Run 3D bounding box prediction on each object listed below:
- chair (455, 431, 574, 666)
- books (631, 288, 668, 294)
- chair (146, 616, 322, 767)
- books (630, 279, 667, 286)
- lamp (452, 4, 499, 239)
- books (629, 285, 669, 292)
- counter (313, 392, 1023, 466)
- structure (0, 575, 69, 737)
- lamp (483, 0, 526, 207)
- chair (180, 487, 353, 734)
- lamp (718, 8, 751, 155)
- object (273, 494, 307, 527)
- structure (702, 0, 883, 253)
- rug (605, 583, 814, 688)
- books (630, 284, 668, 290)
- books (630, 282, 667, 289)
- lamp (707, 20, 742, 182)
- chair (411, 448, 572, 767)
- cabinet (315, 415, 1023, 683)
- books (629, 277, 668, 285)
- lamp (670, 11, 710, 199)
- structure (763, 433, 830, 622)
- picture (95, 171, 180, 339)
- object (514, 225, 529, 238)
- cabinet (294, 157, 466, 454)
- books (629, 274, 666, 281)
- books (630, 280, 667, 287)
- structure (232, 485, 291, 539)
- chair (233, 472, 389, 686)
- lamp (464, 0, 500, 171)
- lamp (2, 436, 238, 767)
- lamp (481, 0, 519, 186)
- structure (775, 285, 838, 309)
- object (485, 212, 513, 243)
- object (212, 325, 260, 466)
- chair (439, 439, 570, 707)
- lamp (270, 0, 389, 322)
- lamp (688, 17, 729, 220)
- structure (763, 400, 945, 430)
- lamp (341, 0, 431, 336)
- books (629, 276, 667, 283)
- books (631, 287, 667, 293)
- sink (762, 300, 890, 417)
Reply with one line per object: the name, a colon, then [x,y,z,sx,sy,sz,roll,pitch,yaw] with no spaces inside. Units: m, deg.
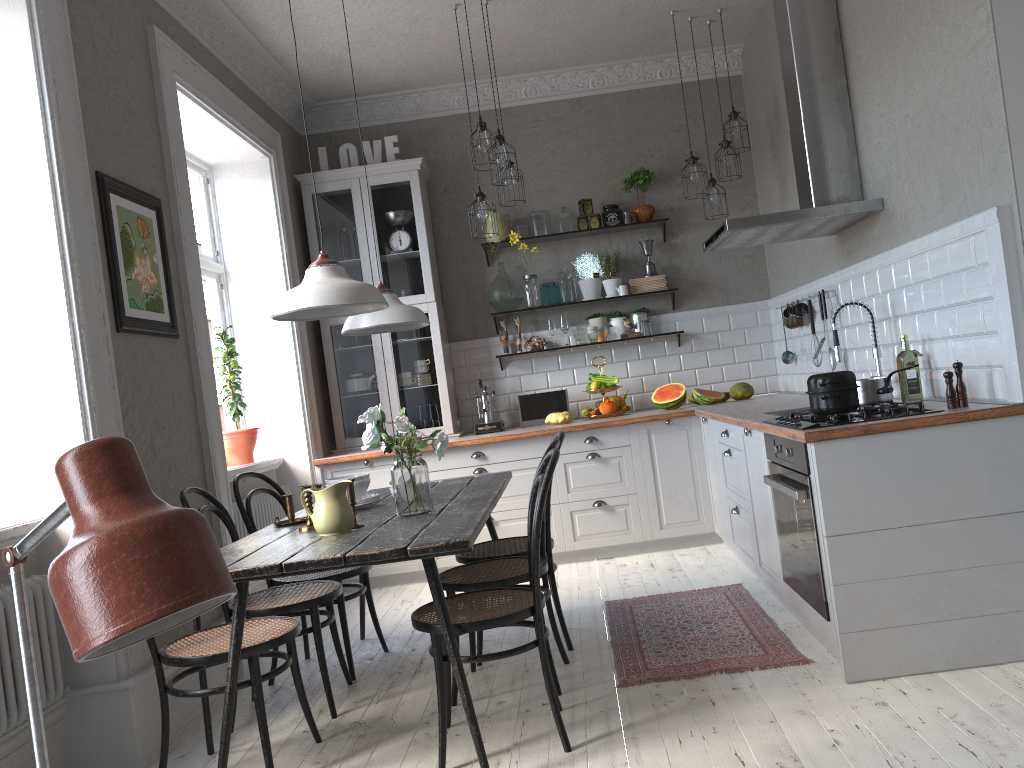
chair: [0.021,0.699,3.904,0.549,0.920,0.437,-8,0,0]
books: [0.970,-0.645,6.248,0.260,0.011,0.158,-8,0,5]
chair: [-0.978,0.826,2.920,0.545,0.920,0.441,-8,0,10]
books: [0.962,-0.710,6.248,0.260,0.011,0.158,-8,0,8]
lamp: [-0.263,-1.686,4.958,0.149,1.735,0.144,-8,0,-31]
books: [0.967,-0.667,6.248,0.258,0.016,0.159,-8,0,14]
counter: [0.283,0.283,4.659,3.158,0.039,3.394,-8,0,2]
structure: [-1.585,0.843,2.361,0.149,0.428,1.223,-8,0,2]
lamp: [-0.111,-1.866,4.951,0.148,1.735,0.145,-8,0,-11]
chair: [-0.947,0.825,3.476,0.549,0.920,0.437,-8,0,0]
lamp: [1.296,-2.308,5.512,0.149,1.735,0.144,-8,0,-26]
object: [-0.851,0.481,3.401,0.141,0.112,0.138,-8,0,-15]
structure: [1.251,-1.537,4.384,0.712,1.595,0.713,-8,0,2]
rug: [0.777,1.051,3.839,0.735,0.014,1.291,-8,0,3]
books: [0.966,-0.678,6.248,0.259,0.016,0.159,-8,0,11]
books: [0.965,-0.688,6.248,0.260,0.011,0.158,-8,0,8]
lamp: [1.283,-2.176,5.683,0.143,1.735,0.150,-8,0,44]
chair: [-0.056,0.702,2.886,0.549,0.920,0.437,-8,0,0]
cabinet: [0.795,0.629,4.797,2.030,0.854,4.107,-7,0,-41]
books: [0.960,-0.721,6.248,0.258,0.016,0.159,-8,0,14]
lamp: [1.023,-2.012,5.448,0.144,1.735,0.149,-8,0,34]
structure: [1.330,0.468,3.336,0.617,0.623,0.623,-8,0,2]
picture: [-1.514,-0.502,3.616,0.020,0.619,0.522,-8,0,4]
object: [0.069,-1.061,6.262,0.103,0.111,0.103,-8,0,2]
cabinet: [-0.894,-0.511,6.140,0.878,1.921,0.388,-8,0,1]
books: [0.958,-0.742,6.248,0.260,0.011,0.158,-8,0,8]
books: [0.963,-0.700,6.248,0.260,0.011,0.158,-8,0,5]
structure: [-1.428,0.838,4.895,0.149,0.428,1.223,-8,0,2]
chair: [-0.899,0.822,3.962,0.544,0.920,0.442,-8,0,15]
lamp: [-0.251,-2.031,4.798,0.148,1.735,0.145,-8,0,-11]
lamp: [-0.250,0.456,0.569,0.246,0.839,0.141,-8,0,38]
lamp: [-0.149,-1.914,4.637,0.150,1.735,0.143,-8,0,-41]
structure: [1.724,-0.494,5.240,0.094,0.053,1.087,-8,0,4]
object: [-0.100,-1.093,6.207,0.189,0.216,0.175,-8,0,16]
object: [-1.627,0.064,5.144,0.255,0.813,0.265,-8,0,30]
chair: [-0.027,0.702,3.421,0.545,0.920,0.441,-8,0,10]
lamp: [-0.716,-1.149,2.902,0.371,1.858,0.387,-8,0,40]
lamp: [1.175,-1.908,5.579,0.149,1.735,0.144,-8,0,-26]
structure: [1.256,0.110,3.341,0.495,0.031,0.606,-8,0,3]
lamp: [-0.660,-1.151,3.796,0.377,1.858,0.382,-8,0,10]
books: [0.959,-0.731,6.248,0.259,0.016,0.159,-8,0,11]
books: [0.969,-0.656,6.248,0.260,0.011,0.158,-8,0,8]
sink: [1.425,-0.001,3.984,0.527,0.720,0.486,-8,0,2]
